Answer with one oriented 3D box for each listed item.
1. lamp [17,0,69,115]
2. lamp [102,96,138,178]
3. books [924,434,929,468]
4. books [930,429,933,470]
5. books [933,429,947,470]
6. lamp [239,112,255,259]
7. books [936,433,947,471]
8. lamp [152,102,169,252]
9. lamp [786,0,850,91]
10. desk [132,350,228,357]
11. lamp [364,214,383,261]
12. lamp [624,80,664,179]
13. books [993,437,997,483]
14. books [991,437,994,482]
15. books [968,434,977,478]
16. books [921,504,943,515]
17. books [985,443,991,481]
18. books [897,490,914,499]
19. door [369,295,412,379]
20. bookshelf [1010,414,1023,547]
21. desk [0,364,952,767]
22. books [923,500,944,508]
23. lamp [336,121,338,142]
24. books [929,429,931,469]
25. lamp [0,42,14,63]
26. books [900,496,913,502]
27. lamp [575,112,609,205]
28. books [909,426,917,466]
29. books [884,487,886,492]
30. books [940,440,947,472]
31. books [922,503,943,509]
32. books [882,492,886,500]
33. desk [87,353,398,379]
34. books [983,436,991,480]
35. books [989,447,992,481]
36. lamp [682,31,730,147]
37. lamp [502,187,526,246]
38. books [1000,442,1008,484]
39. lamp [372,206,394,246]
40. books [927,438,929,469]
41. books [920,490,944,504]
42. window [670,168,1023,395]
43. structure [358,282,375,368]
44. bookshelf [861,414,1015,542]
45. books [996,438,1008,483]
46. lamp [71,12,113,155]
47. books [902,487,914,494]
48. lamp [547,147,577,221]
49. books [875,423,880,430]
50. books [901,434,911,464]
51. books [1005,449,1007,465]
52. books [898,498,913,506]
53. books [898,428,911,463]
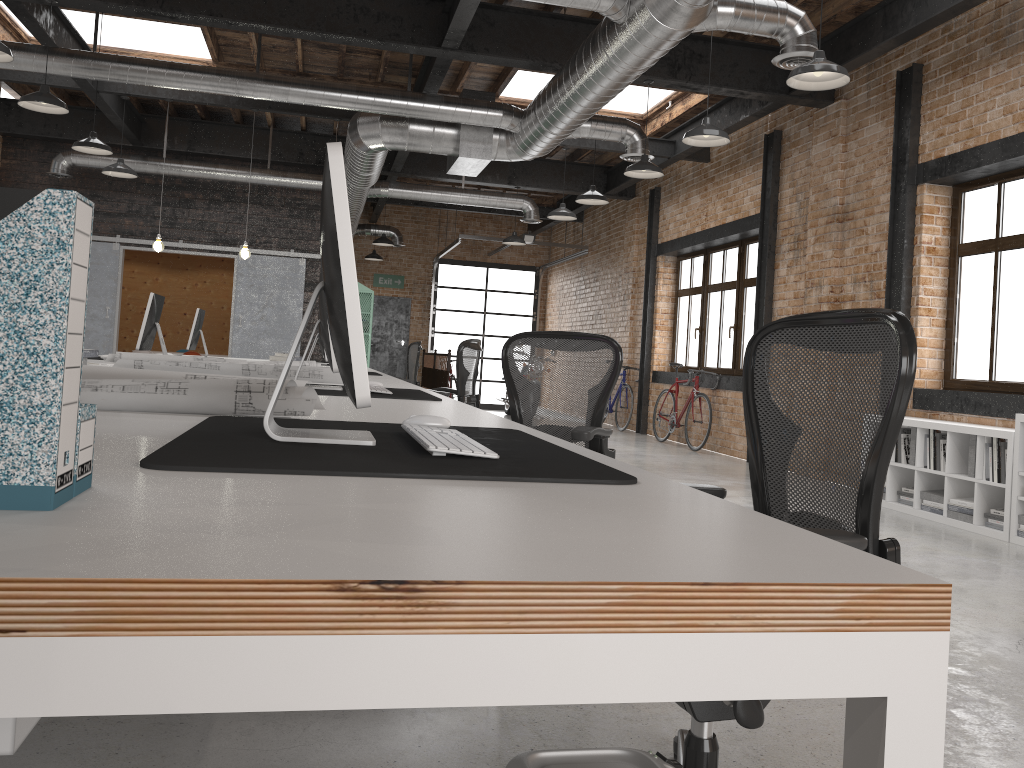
[{"bbox_3d":[-3.672,-2.606,7.002,0.362,0.857,0.361,4,-1,-5],"label":"lamp"},{"bbox_3d":[-4.263,-2.714,9.694,0.362,0.857,0.361,3,-1,5],"label":"lamp"},{"bbox_3d":[3.063,0.498,6.388,0.182,0.262,0.056,4,-1,-7],"label":"books"},{"bbox_3d":[3.117,0.457,6.326,0.259,0.353,0.070,4,-1,-7],"label":"books"},{"bbox_3d":[3.123,0.457,6.296,0.271,0.355,0.063,4,-1,-7],"label":"books"},{"bbox_3d":[-2.957,-2.244,9.985,0.123,1.680,0.123,4,-1,-15],"label":"lamp"},{"bbox_3d":[3.109,0.493,6.260,0.221,0.283,0.061,4,-1,-7],"label":"books"},{"bbox_3d":[-3.854,-2.294,9.788,0.123,1.680,0.123,4,-1,-15],"label":"lamp"},{"bbox_3d":[1.842,-2.222,5.268,0.362,0.857,0.361,3,-1,5],"label":"lamp"},{"bbox_3d":[-5.234,-0.137,14.730,1.997,0.732,0.998,3,1,-12],"label":"desk"},{"bbox_3d":[-2.597,-3.043,16.927,0.361,1.340,0.362,4,-1,-35],"label":"lamp"},{"bbox_3d":[1.225,-2.334,8.074,0.362,0.857,0.361,3,-1,10],"label":"lamp"},{"bbox_3d":[3.234,0.480,5.712,0.259,0.353,0.070,4,-1,-7],"label":"books"},{"bbox_3d":[3.227,0.478,5.735,0.258,0.355,0.049,4,-1,-7],"label":"books"},{"bbox_3d":[3.200,0.473,5.934,0.259,0.351,0.065,4,-1,-7],"label":"books"},{"bbox_3d":[3.065,0.884,6.249,0.206,0.061,0.274,3,1,-12],"label":"books"},{"bbox_3d":[3.180,0.521,5.774,0.182,0.262,0.056,4,-1,-7],"label":"books"},{"bbox_3d":[3.042,0.821,6.569,0.222,0.055,0.282,3,1,-12],"label":"books"},{"bbox_3d":[-2.629,-0.753,18.164,0.997,2.102,0.218,4,-1,-12],"label":"door"},{"bbox_3d":[3.468,0.624,4.785,0.400,0.800,1.544,4,1,-12],"label":"bookshelf"},{"bbox_3d":[-1.325,0.392,2.990,2.310,0.770,5.112,3,1,-12],"label":"desk"},{"bbox_3d":[3.073,0.840,6.238,0.214,0.046,0.251,3,1,-12],"label":"books"},{"bbox_3d":[-2.060,-2.194,10.181,0.123,1.680,0.123,4,-1,-15],"label":"lamp"},{"bbox_3d":[3.110,0.455,6.349,0.258,0.355,0.049,4,-1,-7],"label":"books"},{"bbox_3d":[-3.372,-2.808,5.717,0.361,1.364,0.362,4,-1,-20],"label":"lamp"},{"bbox_3d":[3.019,0.848,6.551,0.163,0.047,0.239,3,1,-12],"label":"books"},{"bbox_3d":[0.908,-2.647,9.595,0.362,1.364,0.361,4,-1,-5],"label":"lamp"},{"bbox_3d":[3.083,0.450,6.548,0.259,0.351,0.065,4,-1,-7],"label":"books"},{"bbox_3d":[2.935,0.805,6.857,0.206,0.067,0.275,3,1,-12],"label":"books"},{"bbox_3d":[3.111,0.516,6.225,0.197,0.240,0.058,4,-1,-7],"label":"books"},{"bbox_3d":[3.072,0.858,6.242,0.219,0.034,0.260,3,1,-12],"label":"books"},{"bbox_3d":[2.937,0.856,6.864,0.217,0.072,0.290,3,1,-12],"label":"books"},{"bbox_3d":[-2.423,0.193,7.990,2.310,0.770,5.112,3,1,-12],"label":"desk"},{"bbox_3d":[3.219,0.500,5.819,0.258,0.305,0.040,4,-1,-7],"label":"books"},{"bbox_3d":[3.179,0.533,5.743,0.162,0.240,0.054,4,-1,-7],"label":"books"},{"bbox_3d":[1.524,-2.536,6.789,0.361,1.364,0.362,5,-2,-40],"label":"lamp"},{"bbox_3d":[0.057,-2.546,13.390,0.361,0.857,0.362,4,-1,-35],"label":"lamp"},{"bbox_3d":[3.226,0.517,5.647,0.221,0.283,0.061,4,-1,-7],"label":"books"},{"bbox_3d":[-2.067,-2.947,14.515,0.361,1.340,0.362,4,-1,-35],"label":"lamp"},{"bbox_3d":[3.062,0.509,6.357,0.162,0.240,0.054,4,-1,-7],"label":"books"},{"bbox_3d":[3.075,0.804,6.258,0.217,0.078,0.291,3,1,-12],"label":"books"},{"bbox_3d":[3.225,-0.835,8.439,0.147,1.692,8.638,4,1,-13],"label":"window"},{"bbox_3d":[-2.455,-0.623,13.612,0.556,2.102,1.118,4,-1,-12],"label":"structure"},{"bbox_3d":[3.125,0.621,6.300,0.400,0.685,1.544,4,1,-12],"label":"bookshelf"},{"bbox_3d":[3.240,0.481,5.682,0.271,0.355,0.063,4,-1,-7],"label":"books"},{"bbox_3d":[-3.989,-2.920,8.523,0.362,1.364,0.361,4,-1,-5],"label":"lamp"},{"bbox_3d":[3.045,0.789,6.545,0.198,0.055,0.240,3,1,-12],"label":"books"},{"bbox_3d":[0.634,-2.441,10.766,0.362,0.857,0.361,3,-1,5],"label":"lamp"},{"bbox_3d":[2.997,0.433,6.978,0.259,0.351,0.065,4,-1,-7],"label":"books"},{"bbox_3d":[3.025,0.499,6.655,0.197,0.240,0.058,4,-1,-7],"label":"books"},{"bbox_3d":[3.228,0.539,5.611,0.197,0.240,0.058,4,-1,-7],"label":"books"},{"bbox_3d":[3.022,0.877,6.565,0.184,0.049,0.261,3,1,-12],"label":"books"},{"bbox_3d":[3.022,0.477,6.691,0.221,0.283,0.061,4,-1,-7],"label":"books"}]
